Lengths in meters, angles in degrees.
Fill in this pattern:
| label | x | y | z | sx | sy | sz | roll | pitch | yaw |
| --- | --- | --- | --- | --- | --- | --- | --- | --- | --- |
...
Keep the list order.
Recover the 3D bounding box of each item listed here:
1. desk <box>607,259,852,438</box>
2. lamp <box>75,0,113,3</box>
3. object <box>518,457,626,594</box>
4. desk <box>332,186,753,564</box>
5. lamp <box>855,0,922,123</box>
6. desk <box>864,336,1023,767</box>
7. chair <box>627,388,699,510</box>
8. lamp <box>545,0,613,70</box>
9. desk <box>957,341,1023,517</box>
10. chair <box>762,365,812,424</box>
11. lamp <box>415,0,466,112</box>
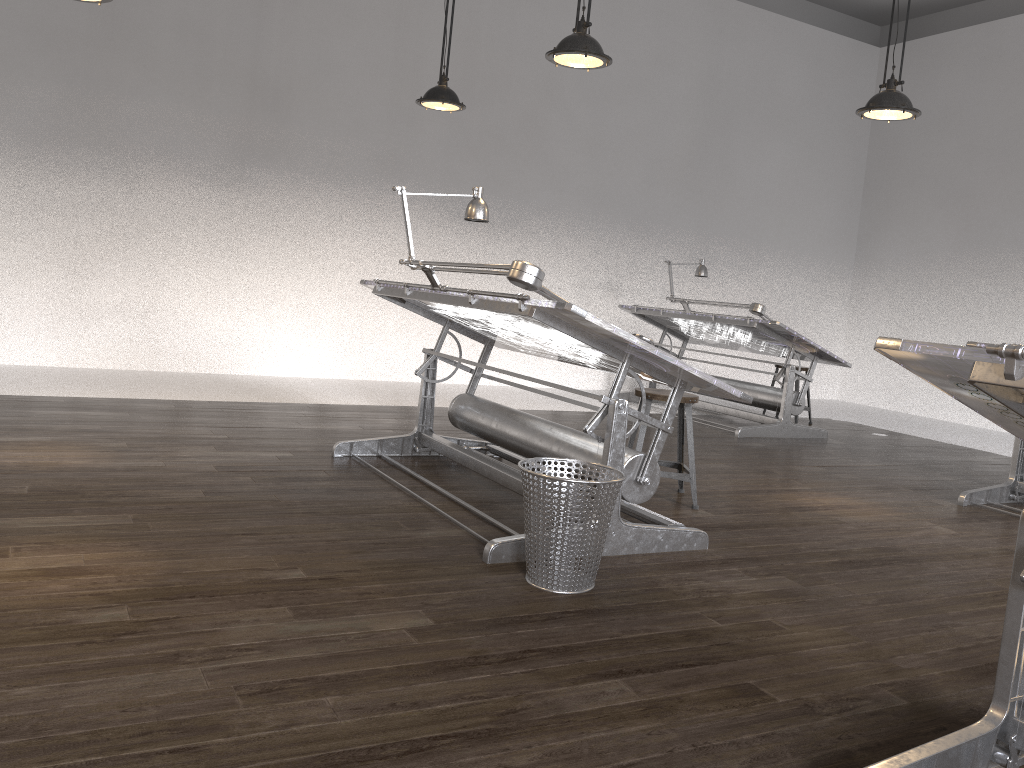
| label | x | y | z | sx | sy | sz | roll | pitch | yaw |
| --- | --- | --- | --- | --- | --- | --- | --- | --- | --- |
| desk | 1.767 | -0.380 | 7.707 | 1.075 | 1.382 | 2.079 | 4 | 5 | -29 |
| lamp | -1.767 | -2.799 | 3.745 | 0.312 | 2.246 | 0.312 | 6 | 3 | -5 |
| object | 0.176 | 0.463 | 2.897 | 0.353 | 0.377 | 0.354 | 5 | 4 | -8 |
| desk | -0.042 | -0.176 | 3.954 | 1.075 | 1.382 | 2.079 | 4 | 5 | -29 |
| lamp | 2.026 | -2.478 | 4.449 | 0.312 | 2.259 | 0.312 | 6 | 3 | -5 |
| desk | 1.564 | 0.292 | 1.028 | 1.075 | 1.382 | 2.291 | 4 | 6 | -29 |
| chair | 0.726 | 0.303 | 4.331 | 0.358 | 0.526 | 0.373 | 6 | 4 | -1 |
| lamp | 0.421 | -2.604 | 4.027 | 0.312 | 2.246 | 0.312 | 6 | 3 | -5 |
| desk | 3.365 | 0.131 | 4.356 | 1.075 | 1.382 | 2.079 | 4 | 5 | -29 |
| chair | 2.539 | 0.096 | 8.105 | 0.360 | 0.526 | 0.371 | 9 | 5 | 39 |
| lamp | -0.324 | -2.821 | 5.383 | 0.312 | 2.246 | 0.312 | 8 | 4 | 40 |
